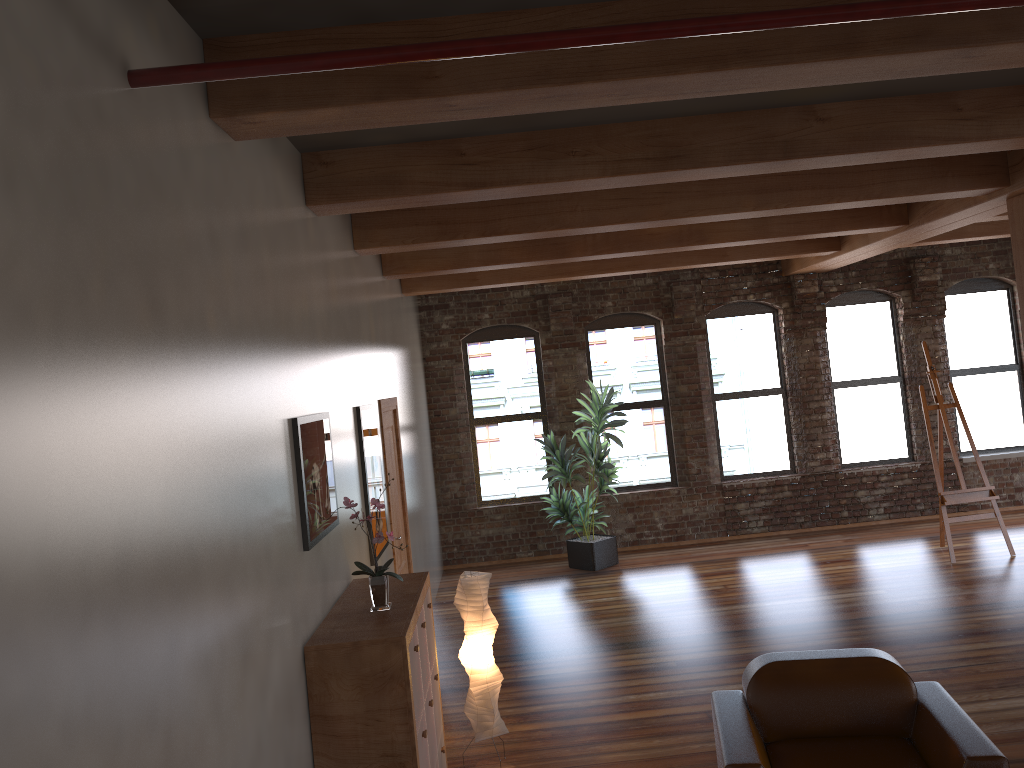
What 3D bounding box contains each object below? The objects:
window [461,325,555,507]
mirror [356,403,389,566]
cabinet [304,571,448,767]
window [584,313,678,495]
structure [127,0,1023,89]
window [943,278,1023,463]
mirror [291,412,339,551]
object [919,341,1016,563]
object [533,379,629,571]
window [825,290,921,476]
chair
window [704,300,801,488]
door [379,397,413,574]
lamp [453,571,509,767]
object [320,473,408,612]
[{"bbox_3d":[-0.053,0.364,10.818,0.968,2.173,0.086,-6,-2,-1],"label":"window"},{"bbox_3d":[-0.883,0.608,5.641,0.025,0.954,0.693,-6,-1,-1],"label":"mirror"},{"bbox_3d":[-0.556,1.608,4.037,0.419,1.211,1.185,-6,-1,-1],"label":"cabinet"},{"bbox_3d":[1.432,0.215,10.848,0.968,2.173,0.086,-6,-2,-1],"label":"window"},{"bbox_3d":[2.137,-1.131,2.348,6.808,0.112,0.051,-6,-2,-1],"label":"structure"},{"bbox_3d":[5.820,-0.201,10.870,0.968,2.222,0.218,-6,-2,-1],"label":"window"},{"bbox_3d":[-0.877,0.412,3.994,0.025,0.549,0.693,-6,-1,-1],"label":"mirror"},{"bbox_3d":[4.383,0.621,8.877,0.662,2.144,0.683,-5,-2,-6],"label":"object"},{"bbox_3d":[0.774,0.999,10.013,1.082,2.107,0.963,-5,-2,-23],"label":"object"},{"bbox_3d":[4.356,-0.049,10.839,0.968,2.232,0.221,-6,-2,-1],"label":"window"},{"bbox_3d":[1.441,1.647,3.824,1.063,0.736,0.830,-6,-1,9],"label":"chair"},{"bbox_3d":[2.898,0.097,10.809,0.968,2.232,0.221,-6,-2,-1],"label":"window"},{"bbox_3d":[-0.927,1.173,6.818,0.226,2.124,1.028,-6,-2,-1],"label":"door"},{"bbox_3d":[-0.158,1.615,5.012,0.260,1.116,0.271,-8,-3,44],"label":"lamp"},{"bbox_3d":[-0.650,0.712,3.965,0.371,0.590,0.297,-6,-2,-7],"label":"object"}]
